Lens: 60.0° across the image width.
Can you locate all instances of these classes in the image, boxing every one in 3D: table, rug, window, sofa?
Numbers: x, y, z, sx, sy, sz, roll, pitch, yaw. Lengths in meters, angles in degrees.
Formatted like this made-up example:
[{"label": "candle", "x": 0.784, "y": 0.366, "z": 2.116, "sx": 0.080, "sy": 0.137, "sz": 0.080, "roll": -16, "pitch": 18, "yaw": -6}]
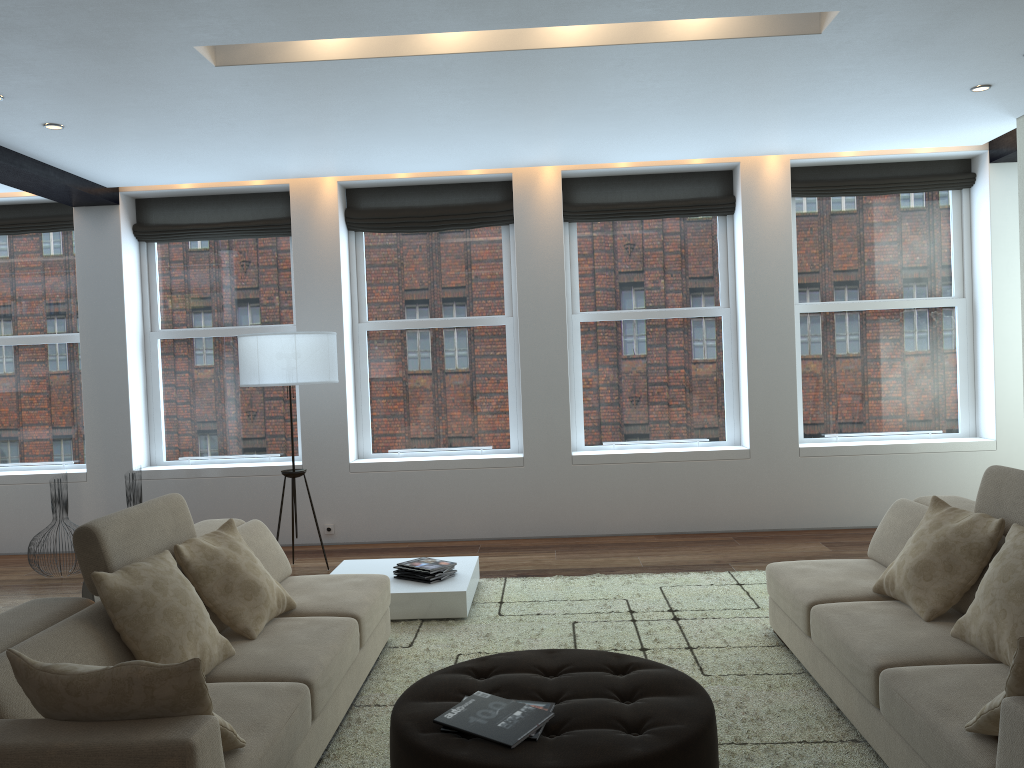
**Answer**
[{"label": "table", "x": -0.684, "y": 1.251, "z": 5.441, "sx": 0.900, "sy": 0.170, "sz": 0.900, "roll": -2, "pitch": 1, "yaw": 2}, {"label": "rug", "x": 0.154, "y": 1.353, "z": 3.791, "sx": 2.972, "sy": 0.020, "sz": 4.231, "roll": -2, "pitch": 1, "yaw": 2}, {"label": "window", "x": -4.299, "y": -0.360, "z": 7.789, "sx": 1.391, "sy": 2.400, "sz": 0.123, "roll": -2, "pitch": 1, "yaw": 2}, {"label": "window", "x": -0.656, "y": -0.500, "z": 7.637, "sx": 1.442, "sy": 2.400, "sz": 0.123, "roll": -2, "pitch": 1, "yaw": 2}, {"label": "sofa", "x": -1.194, "y": 0.950, "z": 3.404, "sx": 1.021, "sy": 0.950, "sz": 2.581, "roll": -2, "pitch": 1, "yaw": 2}, {"label": "window", "x": 3.082, "y": -0.644, "z": 7.481, "sx": 1.563, "sy": 2.400, "sz": 0.123, "roll": -2, "pitch": 1, "yaw": 2}, {"label": "window", "x": -2.490, "y": -0.430, "z": 7.713, "sx": 1.432, "sy": 2.400, "sz": 0.123, "roll": -2, "pitch": 1, "yaw": 2}, {"label": "window", "x": 1.183, "y": -0.571, "z": 7.560, "sx": 1.443, "sy": 2.400, "sz": 0.123, "roll": -2, "pitch": 1, "yaw": 2}, {"label": "sofa", "x": 1.749, "y": 0.837, "z": 3.282, "sx": 1.021, "sy": 0.950, "sz": 2.581, "roll": -2, "pitch": 1, "yaw": 2}]

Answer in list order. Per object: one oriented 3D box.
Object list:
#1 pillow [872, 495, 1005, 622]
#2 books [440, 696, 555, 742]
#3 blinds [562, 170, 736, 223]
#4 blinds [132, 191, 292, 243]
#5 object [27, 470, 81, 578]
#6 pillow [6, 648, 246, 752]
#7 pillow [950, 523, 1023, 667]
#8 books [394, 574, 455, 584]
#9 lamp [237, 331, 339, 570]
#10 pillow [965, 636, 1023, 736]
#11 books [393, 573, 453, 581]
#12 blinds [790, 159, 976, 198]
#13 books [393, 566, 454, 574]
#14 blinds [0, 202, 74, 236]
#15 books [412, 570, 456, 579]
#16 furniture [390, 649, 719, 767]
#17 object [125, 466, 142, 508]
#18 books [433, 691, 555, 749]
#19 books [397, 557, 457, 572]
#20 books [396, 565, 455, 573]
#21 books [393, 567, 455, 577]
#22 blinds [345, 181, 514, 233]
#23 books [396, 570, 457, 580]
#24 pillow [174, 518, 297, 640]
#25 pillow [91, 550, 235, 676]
[{"label": "pillow", "x": 1.760, "y": 0.708, "z": 3.649, "sx": 0.368, "sy": 0.416, "sz": 0.519, "roll": -2, "pitch": 1, "yaw": -2}, {"label": "books", "x": -0.039, "y": 1.021, "z": 2.715, "sx": 0.300, "sy": 0.031, "sz": 0.219, "roll": -2, "pitch": 1, "yaw": 17}, {"label": "blinds", "x": 1.141, "y": -1.584, "z": 7.474, "sx": 1.442, "sy": 0.393, "sz": 0.156, "roll": -2, "pitch": 1, "yaw": 2}, {"label": "blinds", "x": -2.533, "y": -1.441, "z": 7.611, "sx": 1.431, "sy": 0.395, "sz": 0.183, "roll": -2, "pitch": 1, "yaw": 2}, {"label": "object", "x": -3.384, "y": 1.042, "z": 6.651, "sx": 0.458, "sy": 0.781, "sz": 0.458, "roll": -2, "pitch": 1, "yaw": 2}, {"label": "pillow", "x": -1.015, "y": 0.860, "z": 2.379, "sx": 0.518, "sy": 0.393, "sz": 0.395, "roll": -2, "pitch": 1, "yaw": 6}, {"label": "pillow", "x": 1.747, "y": 0.713, "z": 3.024, "sx": 0.301, "sy": 0.439, "sz": 0.534, "roll": -2, "pitch": 1, "yaw": -1}, {"label": "books", "x": -0.528, "y": 1.157, "z": 5.341, "sx": 0.300, "sy": 0.010, "sz": 0.220, "roll": -1, "pitch": 2, "yaw": 37}, {"label": "lamp", "x": -1.596, "y": 0.499, "z": 6.461, "sx": 0.698, "sy": 1.728, "sz": 0.698, "roll": -2, "pitch": 2, "yaw": 26}, {"label": "pillow", "x": 1.479, "y": 0.764, "z": 2.275, "sx": 0.518, "sy": 0.393, "sz": 0.395, "roll": -2, "pitch": 1, "yaw": -1}, {"label": "books", "x": -0.529, "y": 1.138, "z": 5.340, "sx": 0.300, "sy": 0.010, "sz": 0.220, "roll": -1, "pitch": 2, "yaw": 37}, {"label": "blinds", "x": 3.039, "y": -1.711, "z": 7.393, "sx": 1.563, "sy": 0.275, "sz": 0.156, "roll": -2, "pitch": 1, "yaw": 2}, {"label": "books", "x": -0.530, "y": 1.099, "z": 5.339, "sx": 0.300, "sy": 0.010, "sz": 0.220, "roll": -1, "pitch": 2, "yaw": 37}, {"label": "blinds", "x": -4.344, "y": -1.432, "z": 7.701, "sx": 1.396, "sy": 0.275, "sz": 0.156, "roll": -2, "pitch": 1, "yaw": 2}, {"label": "books", "x": -0.514, "y": 1.127, "z": 5.360, "sx": 0.220, "sy": 0.010, "sz": 0.300, "roll": -3, "pitch": 2, "yaw": -38}, {"label": "furniture", "x": 0.134, "y": 1.188, "z": 2.905, "sx": 1.057, "sy": 0.355, "sz": 1.057, "roll": -2, "pitch": 1, "yaw": 4}, {"label": "object", "x": -2.910, "y": 1.019, "z": 6.849, "sx": 0.458, "sy": 0.781, "sz": 0.458, "roll": -2, "pitch": 1, "yaw": 2}, {"label": "books", "x": -0.055, "y": 1.015, "z": 2.694, "sx": 0.301, "sy": 0.040, "sz": 0.220, "roll": -1, "pitch": 2, "yaw": 37}, {"label": "books", "x": -0.515, "y": 1.089, "z": 5.359, "sx": 0.300, "sy": 0.010, "sz": 0.220, "roll": -1, "pitch": 2, "yaw": 42}, {"label": "books", "x": -0.515, "y": 1.108, "z": 5.360, "sx": 0.300, "sy": 0.010, "sz": 0.220, "roll": -2, "pitch": 1, "yaw": 17}, {"label": "books", "x": -0.530, "y": 1.119, "z": 5.340, "sx": 0.300, "sy": 0.010, "sz": 0.220, "roll": -2, "pitch": 2, "yaw": 27}, {"label": "blinds", "x": -0.697, "y": -1.506, "z": 7.550, "sx": 1.439, "sy": 0.424, "sz": 0.156, "roll": -2, "pitch": 1, "yaw": 2}, {"label": "books", "x": -0.513, "y": 1.147, "z": 5.361, "sx": 0.300, "sy": 0.010, "sz": 0.220, "roll": -2, "pitch": 1, "yaw": 22}, {"label": "pillow", "x": -1.184, "y": 0.821, "z": 3.772, "sx": 0.368, "sy": 0.416, "sz": 0.519, "roll": -2, "pitch": 1, "yaw": 7}, {"label": "pillow", "x": -1.223, "y": 0.828, "z": 3.148, "sx": 0.301, "sy": 0.439, "sz": 0.534, "roll": -2, "pitch": 1, "yaw": 6}]
